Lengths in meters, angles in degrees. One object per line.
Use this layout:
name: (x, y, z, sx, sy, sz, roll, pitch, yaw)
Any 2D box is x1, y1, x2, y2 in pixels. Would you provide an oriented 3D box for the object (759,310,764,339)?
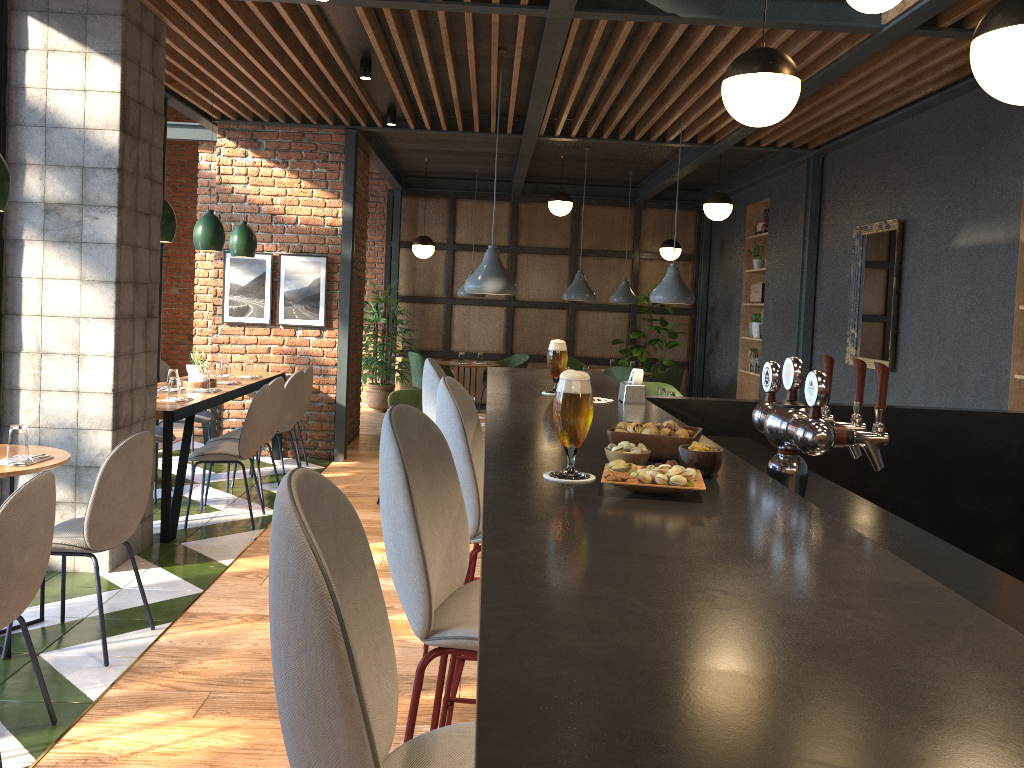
object: (2.761, -0.663, 9.632, 0.144, 0.349, 0.144, 3, 3, 15)

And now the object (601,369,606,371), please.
object: (1.217, -0.171, 10.893, 0.158, 0.019, 0.243, 7, 7, 43)

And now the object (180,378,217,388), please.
object: (-2.276, -0.007, 6.430, 0.251, 0.046, 0.254, 0, 6, -28)

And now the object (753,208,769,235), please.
object: (2.829, -1.792, 9.804, 0.204, 0.284, 0.518, 2, 5, -2)

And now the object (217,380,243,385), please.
object: (-2.149, -0.013, 6.710, 0.157, 0.019, 0.243, 2, 5, -1)

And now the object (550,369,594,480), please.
object: (0.104, 0.067, 1.516, 0.070, 0.182, 0.070, 4, 3, 19)

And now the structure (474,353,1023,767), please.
structure: (1.383, 0.690, 1.614, 2.916, 1.393, 4.935, 2, 5, -2)

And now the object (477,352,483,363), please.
object: (-0.401, -0.334, 11.164, 0.080, 0.138, 0.080, 1, 3, -23)

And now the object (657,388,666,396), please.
object: (1.218, 0.102, 7.219, 0.080, 0.138, 0.080, 0, 4, -40)

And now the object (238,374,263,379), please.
object: (-2.142, -0.064, 7.260, 0.157, 0.019, 0.243, 2, 5, -1)

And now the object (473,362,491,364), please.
object: (-0.373, -0.266, 11.163, 0.157, 0.019, 0.243, -1, 6, -36)

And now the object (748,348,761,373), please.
object: (2.746, -0.262, 9.920, 0.150, 0.257, 0.523, 2, 5, -2)

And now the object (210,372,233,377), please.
object: (-2.391, -0.078, 7.297, 0.157, 0.019, 0.243, 2, 5, -3)

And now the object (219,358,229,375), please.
object: (-2.364, -0.141, 7.274, 0.080, 0.138, 0.080, 4, 3, 20)

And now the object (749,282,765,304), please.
object: (2.812, -1.014, 9.886, 0.199, 0.240, 0.341, 2, 4, -7)

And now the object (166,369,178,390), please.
object: (-2.340, -0.033, 6.112, 0.080, 0.138, 0.080, 4, 3, 22)

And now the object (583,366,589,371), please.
object: (0.779, -0.114, 9.347, 0.080, 0.138, 0.080, 5, 4, 36)

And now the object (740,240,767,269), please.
object: (2.777, -1.445, 9.896, 0.174, 0.328, 0.538, 1, 5, -22)

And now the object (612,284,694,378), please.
object: (1.799, -0.396, 11.436, 1.057, 1.791, 0.723, 3, 3, 9)

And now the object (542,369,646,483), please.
object: (0.239, 0.049, 2.223, 0.322, 0.106, 1.514, 3, 5, 2)

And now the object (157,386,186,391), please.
object: (-2.367, 0.030, 6.136, 0.157, 0.019, 0.243, 2, 5, -1)

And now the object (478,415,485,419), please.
object: (-0.278, 0.219, 5.942, 0.242, 0.019, 0.158, -1, 6, -32)

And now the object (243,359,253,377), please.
object: (-2.163, -0.132, 7.277, 0.080, 0.138, 0.080, 1, 4, -28)

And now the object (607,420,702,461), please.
object: (0.286, 0.110, 1.766, 0.168, 0.072, 0.168, 4, 5, 18)

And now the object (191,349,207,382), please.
object: (-2.234, -0.118, 6.363, 0.115, 0.281, 0.128, 2, 3, -6)

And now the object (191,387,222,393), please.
object: (-2.118, 0.040, 6.143, 0.157, 0.019, 0.243, 2, 5, -1)

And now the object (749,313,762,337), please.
object: (2.783, -0.677, 10.087, 0.173, 0.294, 0.190, 1, 4, -28)

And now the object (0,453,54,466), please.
object: (-1.979, 0.303, 3.566, 0.157, 0.019, 0.243, 3, 5, 3)

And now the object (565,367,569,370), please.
object: (0.558, -0.107, 9.163, 0.080, 0.138, 0.080, 5, 4, 36)

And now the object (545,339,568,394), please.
object: (0.149, -0.060, 2.933, 0.070, 0.177, 0.070, 3, 3, 2)

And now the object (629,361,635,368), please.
object: (1.448, -0.207, 10.680, 0.080, 0.138, 0.080, 3, 3, 6)

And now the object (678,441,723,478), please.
object: (0.339, 0.134, 1.602, 0.078, 0.060, 0.108, 3, 5, 6)

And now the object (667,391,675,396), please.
object: (1.244, 0.129, 6.932, 0.080, 0.138, 0.080, 0, 4, -40)

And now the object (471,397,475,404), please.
object: (-0.281, 0.156, 5.908, 0.080, 0.138, 0.080, 1, 3, -19)

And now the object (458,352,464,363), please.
object: (-0.626, -0.327, 10.984, 0.080, 0.138, 0.080, 1, 3, -23)

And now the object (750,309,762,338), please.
object: (2.752, -0.675, 9.872, 0.213, 0.329, 0.233, 3, 3, 4)

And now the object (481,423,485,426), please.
object: (-0.116, 0.253, 5.650, 0.242, 0.019, 0.158, -1, 6, -32)

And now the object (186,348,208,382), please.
object: (-2.301, -0.128, 6.470, 0.145, 0.276, 0.146, 1, 3, -21)

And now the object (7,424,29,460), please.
object: (-1.998, 0.234, 3.585, 0.080, 0.138, 0.080, 0, 4, -33)

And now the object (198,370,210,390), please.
object: (-2.139, -0.028, 6.161, 0.080, 0.138, 0.080, 0, 4, -38)

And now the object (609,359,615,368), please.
object: (1.229, -0.234, 10.866, 0.080, 0.138, 0.080, 1, 4, -24)

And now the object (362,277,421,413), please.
object: (-1.648, -0.502, 11.317, 0.978, 1.719, 0.916, 0, 4, -36)

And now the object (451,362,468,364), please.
object: (-0.655, -0.262, 10.983, 0.157, 0.019, 0.243, -1, 6, -36)

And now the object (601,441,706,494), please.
object: (0.237, 0.142, 1.507, 0.164, 0.052, 0.292, 3, 5, 7)

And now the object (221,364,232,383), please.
object: (-2.170, -0.082, 6.728, 0.080, 0.138, 0.080, 1, 4, -28)

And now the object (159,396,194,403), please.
object: (-2.104, 0.095, 5.558, 0.157, 0.019, 0.243, 2, 5, -1)
